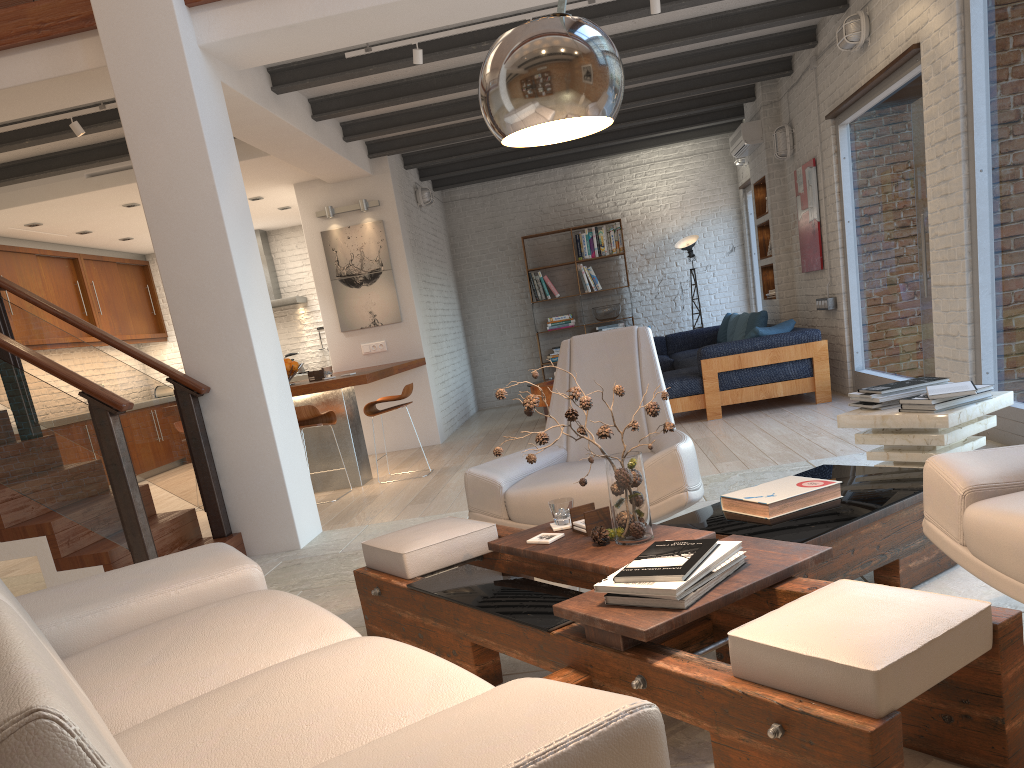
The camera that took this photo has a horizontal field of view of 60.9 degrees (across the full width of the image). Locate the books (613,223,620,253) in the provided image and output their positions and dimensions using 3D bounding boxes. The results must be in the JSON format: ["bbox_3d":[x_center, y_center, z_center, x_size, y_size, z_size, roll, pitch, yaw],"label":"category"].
[{"bbox_3d":[1.384,-1.924,11.582,0.036,0.396,0.235,-8,11,6],"label":"books"}]

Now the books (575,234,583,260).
[{"bbox_3d":[0.897,-1.817,11.661,0.056,0.340,0.245,-8,10,6],"label":"books"}]

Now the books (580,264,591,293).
[{"bbox_3d":[0.987,-1.420,11.736,0.104,0.396,0.235,-8,11,6],"label":"books"}]

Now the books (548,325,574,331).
[{"bbox_3d":[0.676,-0.767,11.935,0.357,0.021,0.263,-9,4,7],"label":"books"}]

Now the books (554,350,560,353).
[{"bbox_3d":[0.687,-0.460,12.032,0.206,0.035,0.128,-9,5,7],"label":"books"}]

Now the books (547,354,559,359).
[{"bbox_3d":[0.681,-0.404,12.033,0.381,0.037,0.236,-9,4,7],"label":"books"}]

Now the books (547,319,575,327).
[{"bbox_3d":[0.666,-0.831,11.906,0.380,0.037,0.237,-10,4,1],"label":"books"}]

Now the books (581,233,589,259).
[{"bbox_3d":[0.972,-1.828,11.633,0.056,0.340,0.245,-8,10,6],"label":"books"}]

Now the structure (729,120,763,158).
[{"bbox_3d":[2.482,-2.591,9.268,0.201,0.226,0.789,-9,5,6],"label":"structure"}]

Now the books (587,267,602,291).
[{"bbox_3d":[1.112,-1.414,11.731,0.158,0.340,0.245,-8,10,6],"label":"books"}]

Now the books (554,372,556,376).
[{"bbox_3d":[0.649,-0.103,9.027,0.323,0.112,0.264,-6,7,39],"label":"books"}]

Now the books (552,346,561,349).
[{"bbox_3d":[0.681,-0.512,12.006,0.253,0.017,0.157,-9,4,7],"label":"books"}]

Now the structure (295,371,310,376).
[{"bbox_3d":[-3.117,-0.094,11.743,0.814,0.033,0.571,-9,4,7],"label":"structure"}]

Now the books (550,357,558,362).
[{"bbox_3d":[0.708,-0.360,12.034,0.328,0.057,0.246,-8,5,17],"label":"books"}]

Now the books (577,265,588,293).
[{"bbox_3d":[0.952,-1.416,11.763,0.102,0.396,0.235,-8,11,6],"label":"books"}]

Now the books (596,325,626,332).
[{"bbox_3d":[1.349,-0.736,11.895,0.380,0.066,0.237,-10,5,1],"label":"books"}]

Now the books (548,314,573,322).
[{"bbox_3d":[0.662,-0.900,11.906,0.328,0.057,0.246,-9,4,9],"label":"books"}]

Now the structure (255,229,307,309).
[{"bbox_3d":[-3.335,-1.492,11.469,0.989,1.025,0.440,-8,12,7],"label":"structure"}]

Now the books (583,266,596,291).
[{"bbox_3d":[1.043,-1.412,11.742,0.125,0.360,0.262,-8,10,6],"label":"books"}]

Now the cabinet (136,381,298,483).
[{"bbox_3d":[-3.800,-0.404,10.740,4.689,2.924,2.240,-13,11,-28],"label":"cabinet"}]

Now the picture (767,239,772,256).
[{"bbox_3d":[2.868,-1.538,9.551,0.102,0.252,0.187,-10,10,-3],"label":"picture"}]

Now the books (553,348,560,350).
[{"bbox_3d":[0.682,-0.500,12.022,0.243,0.008,0.151,-9,4,7],"label":"books"}]

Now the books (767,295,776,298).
[{"bbox_3d":[2.903,-0.971,9.630,0.163,0.017,0.243,-9,4,16],"label":"books"}]

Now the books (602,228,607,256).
[{"bbox_3d":[1.229,-1.885,11.605,0.021,0.370,0.262,-8,10,6],"label":"books"}]

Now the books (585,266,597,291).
[{"bbox_3d":[1.065,-1.417,11.749,0.125,0.360,0.262,-8,10,6],"label":"books"}]

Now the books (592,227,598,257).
[{"bbox_3d":[1.106,-1.878,11.607,0.036,0.396,0.235,-8,11,6],"label":"books"}]

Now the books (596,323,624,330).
[{"bbox_3d":[1.335,-0.786,11.879,0.381,0.037,0.236,-9,4,7],"label":"books"}]

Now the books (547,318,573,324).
[{"bbox_3d":[0.661,-0.860,11.919,0.356,0.021,0.264,-9,4,5],"label":"books"}]

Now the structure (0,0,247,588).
[{"bbox_3d":[-2.345,-0.985,5.505,10.187,4.268,13.421,-9,5,6],"label":"structure"}]

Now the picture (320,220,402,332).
[{"bbox_3d":[-1.541,-1.095,8.939,0.657,1.049,0.019,-8,14,7],"label":"picture"}]

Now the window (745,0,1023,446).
[{"bbox_3d":[2.591,-2.952,5.087,0.650,6.589,11.943,-8,6,6],"label":"window"}]

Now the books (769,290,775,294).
[{"bbox_3d":[2.902,-1.024,9.610,0.133,0.035,0.199,-8,4,16],"label":"books"}]

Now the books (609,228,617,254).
[{"bbox_3d":[1.341,-1.889,11.589,0.056,0.340,0.245,-8,10,6],"label":"books"}]

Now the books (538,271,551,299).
[{"bbox_3d":[0.442,-1.332,11.810,0.121,0.393,0.235,-8,11,6],"label":"books"}]

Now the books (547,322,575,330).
[{"bbox_3d":[0.662,-0.793,11.923,0.380,0.037,0.237,-10,4,2],"label":"books"}]

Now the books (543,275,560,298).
[{"bbox_3d":[0.540,-1.319,11.828,0.195,0.329,0.245,-8,10,6],"label":"books"}]

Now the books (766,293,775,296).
[{"bbox_3d":[2.905,-0.997,9.610,0.171,0.019,0.229,-9,4,8],"label":"books"}]

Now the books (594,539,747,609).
[{"bbox_3d":[0.426,0.484,2.269,0.251,0.077,0.388,-6,6,39],"label":"books"}]

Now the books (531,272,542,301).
[{"bbox_3d":[0.337,-1.318,11.835,0.091,0.397,0.235,-8,11,6],"label":"books"}]

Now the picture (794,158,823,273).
[{"bbox_3d":[2.772,-1.546,8.161,0.019,0.990,0.717,-8,10,6],"label":"picture"}]

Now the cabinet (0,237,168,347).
[{"bbox_3d":[-5.201,-1.001,10.339,0.463,1.195,3.237,-8,5,6],"label":"cabinet"}]

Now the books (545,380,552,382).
[{"bbox_3d":[0.501,-0.039,9.717,0.320,0.011,0.244,-8,4,19],"label":"books"}]

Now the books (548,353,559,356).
[{"bbox_3d":[0.691,-0.433,12.015,0.379,0.019,0.237,-10,4,0],"label":"books"}]

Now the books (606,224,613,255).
[{"bbox_3d":[1.292,-1.909,11.594,0.036,0.396,0.235,-8,11,6],"label":"books"}]

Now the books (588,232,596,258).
[{"bbox_3d":[1.066,-1.845,11.639,0.056,0.340,0.245,-8,10,6],"label":"books"}]

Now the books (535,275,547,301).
[{"bbox_3d":[0.394,-1.303,11.853,0.103,0.344,0.245,-8,10,6],"label":"books"}]

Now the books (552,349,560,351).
[{"bbox_3d":[0.678,-0.486,12.033,0.236,0.019,0.166,-10,4,0],"label":"books"}]

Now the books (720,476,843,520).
[{"bbox_3d":[0.942,0.394,3.059,0.322,0.058,0.251,-12,5,-23],"label":"books"}]

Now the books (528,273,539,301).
[{"bbox_3d":[0.300,-1.311,11.832,0.091,0.397,0.235,-8,11,6],"label":"books"}]

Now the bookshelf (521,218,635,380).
[{"bbox_3d":[0.961,-0.969,11.844,1.322,2.274,0.350,-8,13,7],"label":"bookshelf"}]

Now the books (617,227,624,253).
[{"bbox_3d":[1.438,-1.906,11.598,0.056,0.340,0.245,-8,10,6],"label":"books"}]
